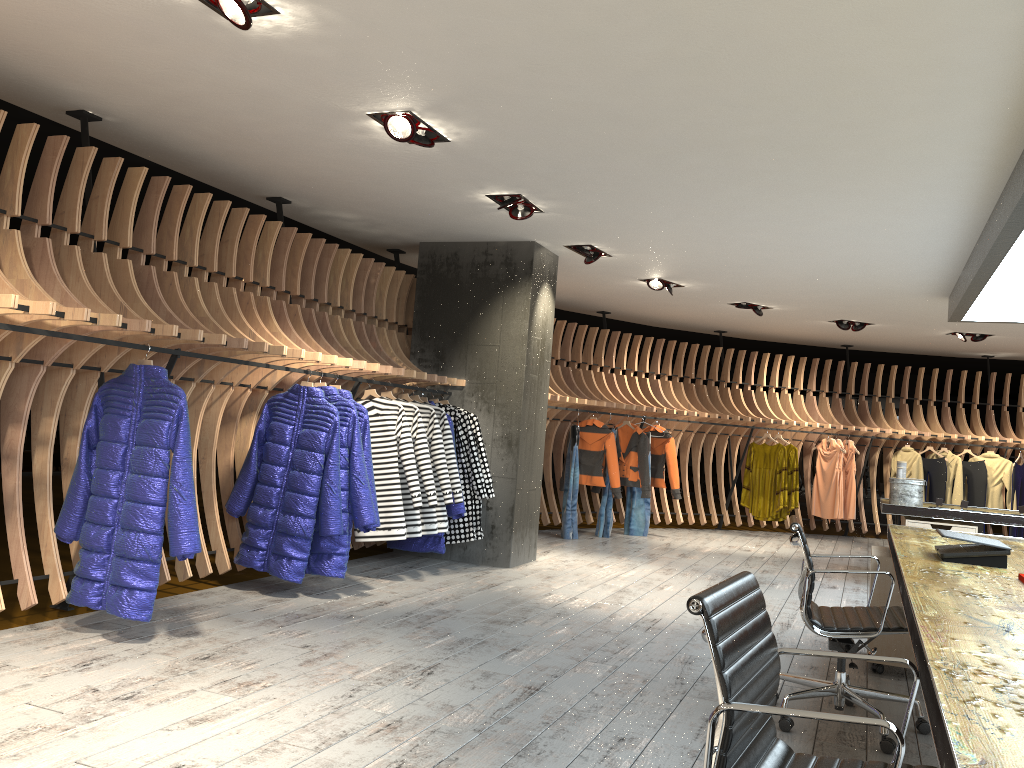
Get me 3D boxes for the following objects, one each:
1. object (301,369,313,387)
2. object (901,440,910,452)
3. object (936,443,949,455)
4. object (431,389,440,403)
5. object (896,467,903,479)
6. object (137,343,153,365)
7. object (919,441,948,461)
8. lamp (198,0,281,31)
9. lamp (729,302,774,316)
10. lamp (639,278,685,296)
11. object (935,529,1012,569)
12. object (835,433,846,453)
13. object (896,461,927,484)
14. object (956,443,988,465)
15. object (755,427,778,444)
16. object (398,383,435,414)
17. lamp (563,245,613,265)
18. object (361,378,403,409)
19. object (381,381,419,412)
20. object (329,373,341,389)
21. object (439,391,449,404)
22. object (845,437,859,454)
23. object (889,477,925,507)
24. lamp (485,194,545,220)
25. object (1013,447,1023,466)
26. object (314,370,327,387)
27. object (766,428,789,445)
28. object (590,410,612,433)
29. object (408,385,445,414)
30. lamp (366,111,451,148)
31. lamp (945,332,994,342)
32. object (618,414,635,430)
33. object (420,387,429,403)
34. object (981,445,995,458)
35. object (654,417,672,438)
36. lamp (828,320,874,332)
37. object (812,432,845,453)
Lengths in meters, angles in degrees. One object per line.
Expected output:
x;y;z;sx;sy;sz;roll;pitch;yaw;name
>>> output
-1.342;0.046;5.740;0.523;0.293;0.012;3;-4;22;object
5.450;0.891;12.220;0.012;0.270;0.525;5;-3;-13;object
5.957;0.930;12.223;0.012;0.270;0.525;6;-3;-23;object
-0.630;0.202;7.404;0.516;0.317;0.012;3;-4;22;object
3.557;0.817;8.136;0.062;0.109;0.062;5;-4;-12;object
-1.843;-0.071;4.448;0.525;0.270;0.012;3;-4;22;object
5.759;0.914;12.220;0.012;0.270;0.525;7;-4;-33;object
-1.155;-1.575;3.442;0.269;0.294;0.492;3;-3;22;lamp
2.740;-0.933;10.187;0.492;0.293;0.269;7;-4;-35;lamp
1.548;-1.076;9.153;0.269;0.296;0.492;1;-4;42;lamp
1.976;0.706;3.817;0.261;0.111;0.372;3;-3;22;object
4.433;0.804;12.115;0.012;0.270;0.524;5;-3;-8;object
3.686;0.823;8.177;0.262;0.204;0.088;3;-4;21;object
6.260;0.951;12.189;0.012;0.270;0.525;8;-5;-43;object
3.400;0.712;11.815;0.012;0.270;0.525;7;-4;-38;object
-0.826;0.151;6.907;0.518;0.313;0.012;3;-4;22;object
0.676;-1.213;7.838;0.269;0.292;0.492;3;-4;29;lamp
-1.011;0.114;6.447;0.518;0.313;0.012;3;-4;22;object
-0.923;0.131;6.665;0.518;0.313;0.012;3;-4;22;object
-1.207;0.058;6.030;0.525;0.270;0.012;3;-4;22;object
-0.563;0.214;7.579;0.518;0.313;0.012;3;-4;22;object
4.596;0.817;12.128;0.012;0.270;0.525;5;-3;-13;object
3.657;1.003;8.230;0.303;0.239;0.497;3;-3;23;object
0.030;-1.336;6.390;0.269;0.292;0.492;3;-3;22;lamp
6.941;0.996;12.103;0.524;0.270;0.012;7;-5;-43;object
-1.259;0.054;5.858;0.523;0.291;0.012;3;-4;22;object
3.568;0.728;11.883;0.012;0.270;0.525;7;-4;-38;object
0.936;0.435;10.199;0.525;0.270;0.012;2;-4;37;object
-0.759;0.165;7.072;0.518;0.313;0.012;3;-4;22;object
-0.563;-1.459;4.916;0.269;0.286;0.492;3;-3;22;lamp
5.733;-0.660;11.093;0.493;0.284;0.269;4;-3;2;lamp
1.369;0.492;10.599;0.525;0.270;0.012;2;-5;42;object
-0.738;0.157;7.280;0.525;0.270;0.012;3;-4;22;object
6.569;0.973;12.168;0.012;0.270;0.525;8;-5;-43;object
1.785;0.539;10.943;0.012;0.270;0.525;7;-4;-38;object
4.165;-0.786;10.873;0.492;0.298;0.269;5;-4;-18;lamp
4.317;0.794;12.089;0.012;0.270;0.525;7;-4;-33;object
